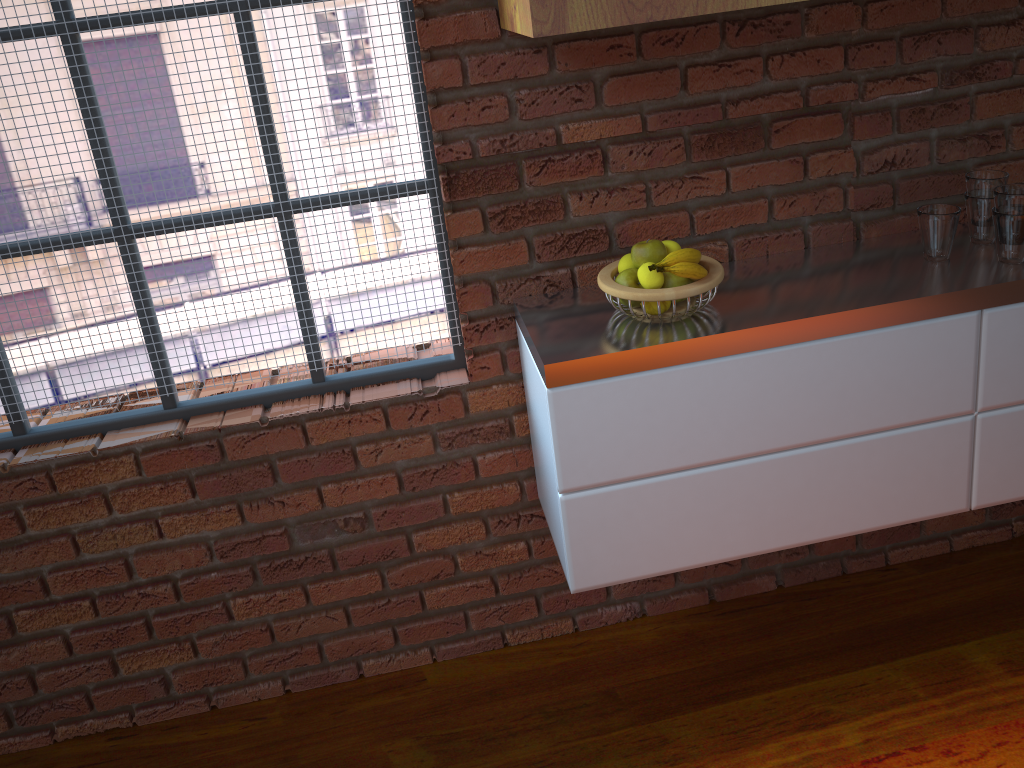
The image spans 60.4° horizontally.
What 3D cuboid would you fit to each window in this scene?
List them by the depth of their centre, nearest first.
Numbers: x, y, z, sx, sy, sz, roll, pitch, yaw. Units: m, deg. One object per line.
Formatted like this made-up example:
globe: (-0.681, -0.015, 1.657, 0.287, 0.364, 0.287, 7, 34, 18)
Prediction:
window: (2.112, -2.019, 4.170, 17.552, 9.533, 3.751, -15, 22, -16)

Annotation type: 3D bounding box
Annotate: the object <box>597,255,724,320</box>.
object: (0.282, -0.180, 1.666, 0.238, 0.068, 0.243, 13, 31, 37)

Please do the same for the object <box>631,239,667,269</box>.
object: (0.258, -0.241, 1.657, 0.068, 0.059, 0.072, -3, 23, 10)

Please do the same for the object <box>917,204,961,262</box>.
object: (0.832, -0.292, 1.719, 0.079, 0.100, 0.079, -23, 26, -33)

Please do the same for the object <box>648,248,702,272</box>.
object: (0.314, -0.220, 1.621, 0.066, 0.081, 0.191, 5, 27, 28)

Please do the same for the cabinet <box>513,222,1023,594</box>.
cabinet: (0.851, -0.034, 1.815, 1.625, 0.457, 0.350, -10, 22, -6)

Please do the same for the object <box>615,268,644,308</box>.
object: (0.227, -0.181, 1.652, 0.075, 0.073, 0.074, -21, 26, -28)

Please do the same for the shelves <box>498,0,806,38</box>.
shelves: (0.754, -0.761, 1.551, 1.538, 0.073, 0.351, -10, 25, -6)

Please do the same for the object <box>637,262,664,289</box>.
object: (0.253, -0.196, 1.605, 0.045, 0.051, 0.053, -14, 24, -16)

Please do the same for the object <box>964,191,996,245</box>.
object: (0.952, -0.334, 1.772, 0.077, 0.100, 0.081, 2, 24, 22)

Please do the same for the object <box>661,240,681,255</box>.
object: (0.300, -0.254, 1.690, 0.055, 0.044, 0.048, 8, 27, 32)

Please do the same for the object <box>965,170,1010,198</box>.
object: (0.947, -0.369, 1.759, 0.077, 0.100, 0.081, 2, 24, 22)

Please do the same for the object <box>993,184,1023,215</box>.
object: (0.941, -0.314, 1.646, 0.077, 0.100, 0.081, 2, 24, 22)

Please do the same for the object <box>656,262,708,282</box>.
object: (0.324, -0.197, 1.609, 0.064, 0.091, 0.183, 5, 27, 28)

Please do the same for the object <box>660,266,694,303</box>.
object: (0.301, -0.186, 1.644, 0.076, 0.063, 0.080, 4, 26, 25)

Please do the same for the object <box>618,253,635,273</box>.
object: (0.227, -0.227, 1.697, 0.045, 0.045, 0.058, 3, 25, 24)

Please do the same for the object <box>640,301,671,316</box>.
object: (0.263, -0.149, 1.609, 0.055, 0.044, 0.048, 4, 25, 25)

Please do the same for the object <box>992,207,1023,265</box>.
object: (0.946, -0.280, 1.659, 0.077, 0.100, 0.081, 2, 24, 22)
